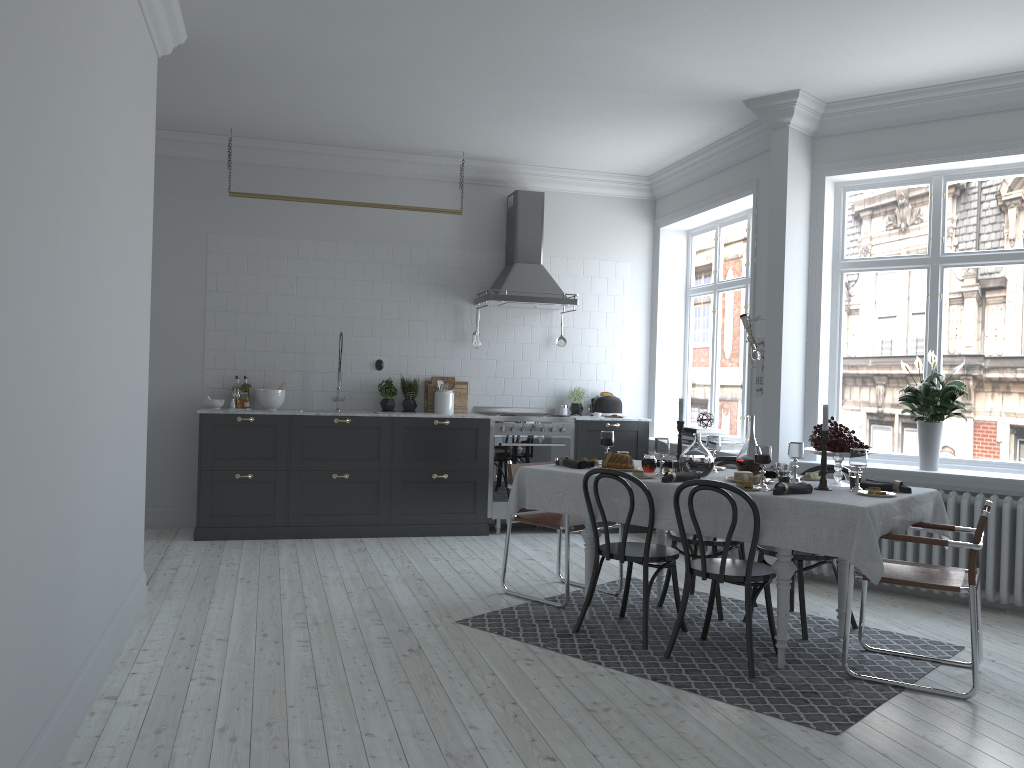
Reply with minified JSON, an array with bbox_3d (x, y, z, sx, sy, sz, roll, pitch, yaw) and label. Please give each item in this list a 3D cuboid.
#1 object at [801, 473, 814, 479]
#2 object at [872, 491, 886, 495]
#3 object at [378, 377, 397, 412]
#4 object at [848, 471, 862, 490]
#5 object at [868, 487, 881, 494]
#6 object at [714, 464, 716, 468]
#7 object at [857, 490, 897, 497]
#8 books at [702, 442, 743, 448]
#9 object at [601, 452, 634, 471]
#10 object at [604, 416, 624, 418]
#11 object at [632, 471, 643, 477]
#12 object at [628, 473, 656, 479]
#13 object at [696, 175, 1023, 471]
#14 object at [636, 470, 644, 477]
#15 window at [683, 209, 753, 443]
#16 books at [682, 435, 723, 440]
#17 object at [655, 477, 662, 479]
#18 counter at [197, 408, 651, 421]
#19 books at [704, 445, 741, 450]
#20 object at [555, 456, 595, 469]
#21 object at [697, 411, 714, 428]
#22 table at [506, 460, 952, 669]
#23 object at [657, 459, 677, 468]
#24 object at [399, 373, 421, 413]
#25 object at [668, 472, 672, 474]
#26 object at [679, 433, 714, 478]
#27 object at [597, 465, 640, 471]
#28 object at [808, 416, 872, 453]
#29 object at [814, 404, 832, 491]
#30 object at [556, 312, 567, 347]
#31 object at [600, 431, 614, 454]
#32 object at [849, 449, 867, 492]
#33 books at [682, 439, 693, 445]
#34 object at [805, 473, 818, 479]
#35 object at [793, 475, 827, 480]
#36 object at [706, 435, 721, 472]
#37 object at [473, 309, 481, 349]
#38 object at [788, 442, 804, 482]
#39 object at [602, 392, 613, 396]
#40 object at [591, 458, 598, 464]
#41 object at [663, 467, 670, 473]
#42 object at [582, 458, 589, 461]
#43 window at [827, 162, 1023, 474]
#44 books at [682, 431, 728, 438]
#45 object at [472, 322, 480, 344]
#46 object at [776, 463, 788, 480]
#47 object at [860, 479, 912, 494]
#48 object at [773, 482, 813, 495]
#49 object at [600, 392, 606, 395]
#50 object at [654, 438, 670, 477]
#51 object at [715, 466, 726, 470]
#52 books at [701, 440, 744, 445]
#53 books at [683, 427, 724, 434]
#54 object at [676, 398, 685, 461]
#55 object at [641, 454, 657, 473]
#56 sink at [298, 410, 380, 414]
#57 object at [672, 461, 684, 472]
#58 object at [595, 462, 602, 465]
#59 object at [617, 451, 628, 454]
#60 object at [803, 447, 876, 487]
[{"bbox_3d":[1.657,0.516,4.981,0.039,0.040,0.078,2,0,-41],"label":"object"},{"bbox_3d":[1.782,0.532,4.308,0.057,0.021,0.037,2,0,-15],"label":"object"},{"bbox_3d":[-1.111,0.093,7.918,0.172,0.311,0.179,2,0,-4],"label":"object"},{"bbox_3d":[1.753,0.494,4.533,0.066,0.094,0.066,2,0,-27],"label":"object"},{"bbox_3d":[1.777,0.523,4.350,0.057,0.037,0.021,2,0,6],"label":"object"},{"bbox_3d":[1.220,0.502,5.440,0.036,0.039,0.051,2,0,-38],"label":"object"},{"bbox_3d":[1.777,0.536,4.318,0.182,0.013,0.182,2,0,-5],"label":"object"},{"bbox_3d":[1.756,0.507,7.388,0.254,0.019,0.337,2,0,-17],"label":"books"},{"bbox_3d":[0.623,0.455,5.204,0.191,0.105,0.164,2,0,4],"label":"object"},{"bbox_3d":[0.943,0.304,8.195,0.209,0.011,0.209,2,0,22],"label":"object"},{"bbox_3d":[0.680,0.488,4.800,0.057,0.037,0.021,2,0,-25],"label":"object"},{"bbox_3d":[0.688,0.501,4.812,0.182,0.013,0.182,2,0,0],"label":"object"},{"bbox_3d":[-8.271,-1.151,1.164,33.873,19.432,72.085,2,0,40],"label":"object"},{"bbox_3d":[0.689,0.489,4.832,0.057,0.037,0.021,2,0,3],"label":"object"},{"bbox_3d":[1.955,-0.479,7.893,0.061,2.080,1.716,2,0,-15],"label":"window"},{"bbox_3d":[1.653,0.471,7.750,0.259,0.031,0.328,2,0,-17],"label":"books"},{"bbox_3d":[0.808,0.505,4.785,0.031,0.012,0.131,2,0,42],"label":"object"},{"bbox_3d":[-0.696,0.272,7.836,3.902,0.020,0.624,2,0,-15],"label":"counter"},{"bbox_3d":[1.756,0.526,7.382,0.254,0.019,0.343,2,0,-15],"label":"books"},{"bbox_3d":[0.350,0.467,5.272,0.247,0.061,0.165,2,0,24],"label":"object"},{"bbox_3d":[1.695,0.315,7.773,0.147,0.148,0.147,2,0,-24],"label":"object"},{"bbox_3d":[1.119,0.937,4.920,2.179,0.842,1.210,2,0,42],"label":"table"},{"bbox_3d":[0.995,0.485,5.511,0.165,0.061,0.247,2,0,24],"label":"object"},{"bbox_3d":[-0.919,0.071,7.956,0.186,0.367,0.196,2,0,30],"label":"object"},{"bbox_3d":[0.872,0.507,5.047,0.075,0.009,0.150,2,0,20],"label":"object"},{"bbox_3d":[1.023,0.396,4.909,0.194,0.245,0.194,2,0,-32],"label":"object"},{"bbox_3d":[0.629,0.497,5.213,0.251,0.018,0.251,2,0,-15],"label":"object"},{"bbox_3d":[1.741,0.280,4.699,0.318,0.215,0.347,2,0,37],"label":"object"},{"bbox_3d":[1.581,0.319,4.488,0.089,0.432,0.089,2,0,7],"label":"object"},{"bbox_3d":[0.471,-0.514,8.373,0.101,0.331,0.030,2,0,-5],"label":"object"},{"bbox_3d":[0.579,0.396,5.403,0.083,0.215,0.083,2,0,-11],"label":"object"},{"bbox_3d":[1.737,0.435,4.454,0.083,0.215,0.083,2,0,-11],"label":"object"},{"bbox_3d":[1.663,0.509,7.741,0.259,0.044,0.351,2,0,-13],"label":"books"},{"bbox_3d":[1.686,0.518,5.012,0.077,0.039,0.040,2,0,45],"label":"object"},{"bbox_3d":[1.674,0.530,4.991,0.182,0.013,0.182,2,0,-15],"label":"object"},{"bbox_3d":[1.191,0.415,5.255,0.083,0.215,0.083,2,0,-11],"label":"object"},{"bbox_3d":[-0.315,-0.513,8.133,0.074,0.381,0.076,2,0,-35],"label":"object"},{"bbox_3d":[1.552,0.428,4.853,0.083,0.215,0.083,2,0,-20],"label":"object"},{"bbox_3d":[0.907,0.134,8.418,0.107,0.110,0.010,2,0,-11],"label":"object"},{"bbox_3d":[0.508,0.480,5.485,0.036,0.039,0.051,2,0,24],"label":"object"},{"bbox_3d":[0.867,0.494,5.028,0.031,0.031,0.167,2,0,20],"label":"object"},{"bbox_3d":[0.452,0.477,5.494,0.038,0.041,0.057,2,0,18],"label":"object"},{"bbox_3d":[3.190,-0.434,5.916,2.079,2.080,0.061,2,0,37],"label":"window"},{"bbox_3d":[1.668,0.441,7.742,0.287,0.031,0.351,2,0,-15],"label":"books"},{"bbox_3d":[-0.325,-0.537,8.164,0.066,0.332,0.024,2,0,-10],"label":"object"},{"bbox_3d":[1.485,0.484,4.886,0.066,0.094,0.066,2,0,-4],"label":"object"},{"bbox_3d":[1.915,0.517,4.547,0.247,0.061,0.165,2,0,24],"label":"object"},{"bbox_3d":[1.355,0.501,4.270,0.165,0.061,0.247,2,0,24],"label":"object"},{"bbox_3d":[0.893,0.129,8.495,0.107,0.110,0.010,2,0,-11],"label":"object"},{"bbox_3d":[0.824,0.406,4.887,0.083,0.215,0.083,2,0,-11],"label":"object"},{"bbox_3d":[1.212,0.515,5.406,0.182,0.013,0.182,2,0,-15],"label":"object"},{"bbox_3d":[1.766,0.490,7.387,0.274,0.016,0.341,2,0,-14],"label":"books"},{"bbox_3d":[1.661,0.406,7.752,0.259,0.038,0.325,2,0,-13],"label":"books"},{"bbox_3d":[0.977,0.298,5.152,0.089,0.432,0.089,2,0,7],"label":"object"},{"bbox_3d":[0.792,0.459,5.118,0.091,0.101,0.091,2,0,30],"label":"object"},{"bbox_3d":[-1.483,0.340,7.576,0.669,0.203,0.384,2,0,-15],"label":"sink"},{"bbox_3d":[0.904,0.467,4.833,0.066,0.094,0.066,2,0,-27],"label":"object"},{"bbox_3d":[0.481,0.492,5.493,0.182,0.013,0.182,2,0,-15],"label":"object"},{"bbox_3d":[0.672,0.458,5.381,0.066,0.094,0.066,2,0,-27],"label":"object"},{"bbox_3d":[1.734,0.445,4.712,0.367,0.188,0.367,2,0,26],"label":"object"}]
